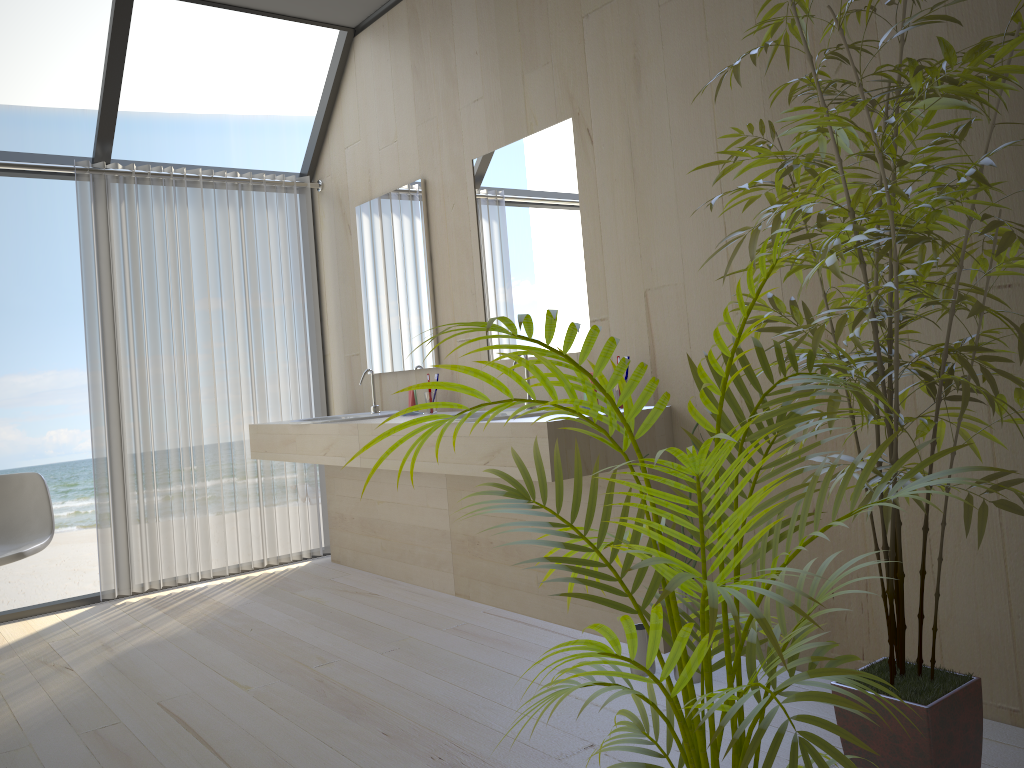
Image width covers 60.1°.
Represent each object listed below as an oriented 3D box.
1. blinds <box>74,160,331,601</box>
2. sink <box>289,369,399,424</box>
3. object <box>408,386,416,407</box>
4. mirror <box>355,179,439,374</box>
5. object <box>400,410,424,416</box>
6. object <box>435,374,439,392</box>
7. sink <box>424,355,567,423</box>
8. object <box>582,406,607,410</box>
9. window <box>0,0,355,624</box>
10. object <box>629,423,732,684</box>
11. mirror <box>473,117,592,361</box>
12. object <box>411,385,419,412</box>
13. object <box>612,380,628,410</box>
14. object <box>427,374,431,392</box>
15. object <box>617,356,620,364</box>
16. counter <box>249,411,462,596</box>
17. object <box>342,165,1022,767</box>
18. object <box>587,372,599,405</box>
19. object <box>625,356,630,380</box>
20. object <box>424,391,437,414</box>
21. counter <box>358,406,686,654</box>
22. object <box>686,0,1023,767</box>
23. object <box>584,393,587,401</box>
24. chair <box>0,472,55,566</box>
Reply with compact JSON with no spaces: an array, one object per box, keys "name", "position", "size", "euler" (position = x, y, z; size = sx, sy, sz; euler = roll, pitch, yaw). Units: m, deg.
[{"name":"blinds","position":[-1.529,-0.072,4.517],"size":[1.184,2.076,0.083],"euler":[-3,-3,-37]},{"name":"sink","position":[-0.782,0.145,4.149],"size":[0.505,0.420,0.572],"euler":[-4,-1,-34]},{"name":"object","position":[-0.450,0.075,3.979],"size":[0.039,0.135,0.039],"euler":[-5,-2,12]},{"name":"mirror","position":[-0.571,-0.497,4.315],"size":[0.023,0.870,0.651],"euler":[-3,-2,-37]},{"name":"object","position":[-0.441,0.124,3.897],"size":[0.104,0.029,0.032],"euler":[-5,-1,3]},{"name":"object","position":[-0.346,0.043,3.941],"size":[0.054,0.176,0.012],"euler":[-4,-3,-12]},{"name":"sink","position":[-0.059,0.098,3.190],"size":[0.505,0.420,0.572],"euler":[-4,-1,-34]},{"name":"object","position":[0.282,0.077,2.937],"size":[0.104,0.029,0.032],"euler":[-5,-1,3]},{"name":"window","position":[-2.730,-0.301,3.402],"size":[4.569,2.820,0.742],"euler":[-5,-2,-37]},{"name":"object","position":[0.528,0.488,2.708],"size":[0.273,0.751,0.407],"euler":[-7,-3,41]},{"name":"mirror","position":[0.072,-0.540,3.507],"size":[0.023,0.870,0.651],"euler":[-3,-2,-37]},{"name":"object","position":[-0.453,0.073,4.093],"size":[0.039,0.135,0.039],"euler":[-5,-2,12]},{"name":"object","position":[0.365,0.038,2.977],"size":[0.058,0.100,0.058],"euler":[-4,-2,-27]},{"name":"object","position":[-0.362,0.043,3.909],"size":[0.012,0.178,0.050],"euler":[-5,-2,2]},{"name":"object","position":[0.361,-0.004,2.949],"size":[0.012,0.178,0.050],"euler":[-5,-2,2]},{"name":"counter","position":[-0.731,0.557,4.186],"size":[0.551,0.792,1.201],"euler":[-4,-1,-37]},{"name":"object","position":[0.229,0.310,1.286],"size":[0.916,1.160,0.749],"euler":[-5,-2,-4]},{"name":"object","position":[0.273,0.027,3.020],"size":[0.039,0.135,0.039],"euler":[-5,-2,4]},{"name":"object","position":[0.378,-0.005,2.981],"size":[0.054,0.176,0.012],"euler":[-4,-3,-12]},{"name":"object","position":[-0.358,0.085,3.936],"size":[0.058,0.100,0.058],"euler":[-4,-2,-30]},{"name":"counter","position":[-0.008,0.510,3.226],"size":[0.551,0.792,1.201],"euler":[-4,-1,-37]},{"name":"object","position":[0.776,-0.030,1.784],"size":[0.787,1.761,0.932],"euler":[-4,-2,-12]},{"name":"object","position":[0.270,0.026,3.133],"size":[0.039,0.135,0.039],"euler":[-5,-2,4]},{"name":"chair","position":[-2.098,0.557,3.586],"size":[0.369,0.348,0.453],"euler":[-5,-1,-9]}]
